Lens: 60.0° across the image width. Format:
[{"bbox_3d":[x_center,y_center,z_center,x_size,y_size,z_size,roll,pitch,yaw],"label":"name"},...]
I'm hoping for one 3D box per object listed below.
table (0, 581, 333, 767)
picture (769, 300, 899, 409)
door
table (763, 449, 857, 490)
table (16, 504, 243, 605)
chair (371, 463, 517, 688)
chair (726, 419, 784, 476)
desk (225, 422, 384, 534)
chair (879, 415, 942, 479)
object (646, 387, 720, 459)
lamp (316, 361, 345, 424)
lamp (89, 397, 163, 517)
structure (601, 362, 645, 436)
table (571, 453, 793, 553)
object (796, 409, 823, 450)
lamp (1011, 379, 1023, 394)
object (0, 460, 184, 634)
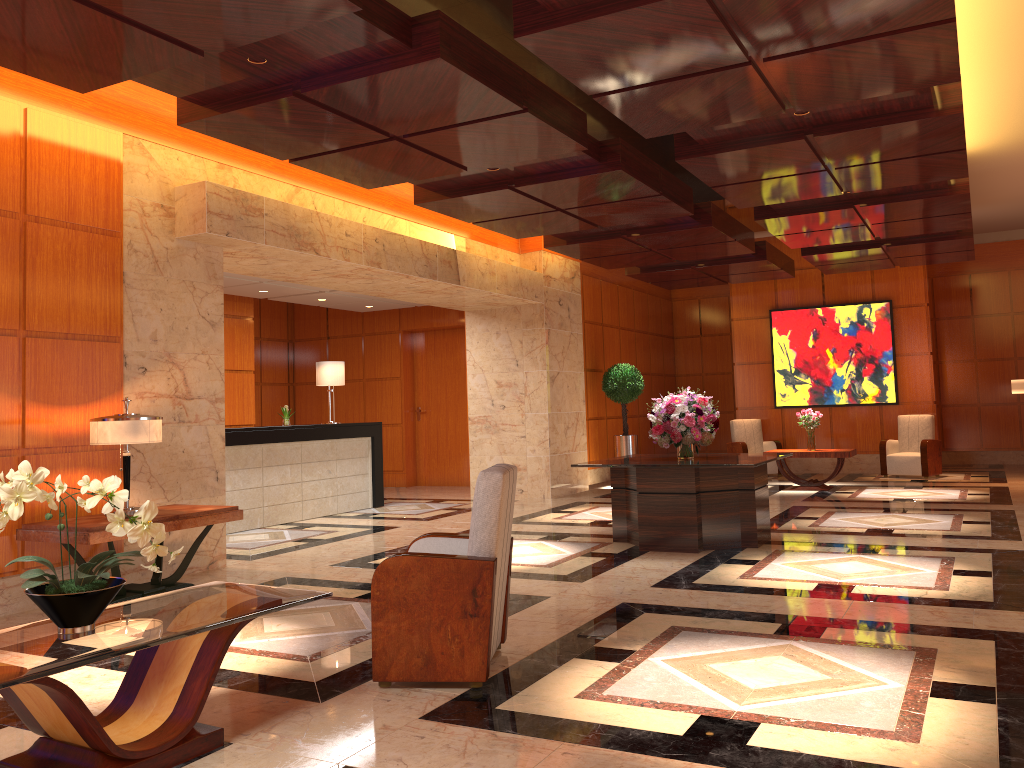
[{"bbox_3d":[-1.453,1.134,3.239,0.721,0.497,1.558,-3,-3,31],"label":"table"},{"bbox_3d":[5.447,-0.482,15.093,1.994,1.741,0.056,-3,-4,28],"label":"picture"},{"bbox_3d":[-1.207,0.393,15.036,1.284,2.704,0.340,-4,-4,28],"label":"door"},{"bbox_3d":[4.255,1.215,12.611,1.166,0.535,0.724,-3,-3,28],"label":"table"},{"bbox_3d":[-2.577,1.204,6.090,0.725,0.608,1.269,-3,-3,28],"label":"table"},{"bbox_3d":[-0.297,0.885,4.323,0.628,0.963,0.736,-2,-3,7],"label":"chair"},{"bbox_3d":[4.093,1.076,15.005,0.738,0.963,0.627,-1,-3,-13],"label":"chair"},{"bbox_3d":[-2.855,1.091,10.989,0.940,1.144,2.922,-4,-3,28],"label":"desk"},{"bbox_3d":[6.240,0.968,13.868,0.628,0.963,0.736,1,-5,-43],"label":"chair"},{"bbox_3d":[1.578,0.352,8.129,0.649,0.660,0.679,-3,-3,19],"label":"object"},{"bbox_3d":[-2.412,0.119,11.795,0.372,0.822,0.371,1,-5,-37],"label":"lamp"},{"bbox_3d":[-2.604,0.492,5.989,0.458,0.812,0.458,-5,-4,37],"label":"lamp"},{"bbox_3d":[1.820,0.500,14.366,0.721,1.717,0.720,-2,-4,6],"label":"structure"},{"bbox_3d":[1.609,1.055,8.096,1.598,0.747,1.598,-3,-3,28],"label":"table"},{"bbox_3d":[4.263,0.649,12.671,0.326,0.597,0.350,1,-5,-42],"label":"object"},{"bbox_3d":[7.167,0.538,12.110,0.526,1.665,0.359,-3,-4,18],"label":"lamp"},{"bbox_3d":[-1.578,0.579,3.201,0.788,0.619,0.416,-2,-3,5],"label":"object"}]
